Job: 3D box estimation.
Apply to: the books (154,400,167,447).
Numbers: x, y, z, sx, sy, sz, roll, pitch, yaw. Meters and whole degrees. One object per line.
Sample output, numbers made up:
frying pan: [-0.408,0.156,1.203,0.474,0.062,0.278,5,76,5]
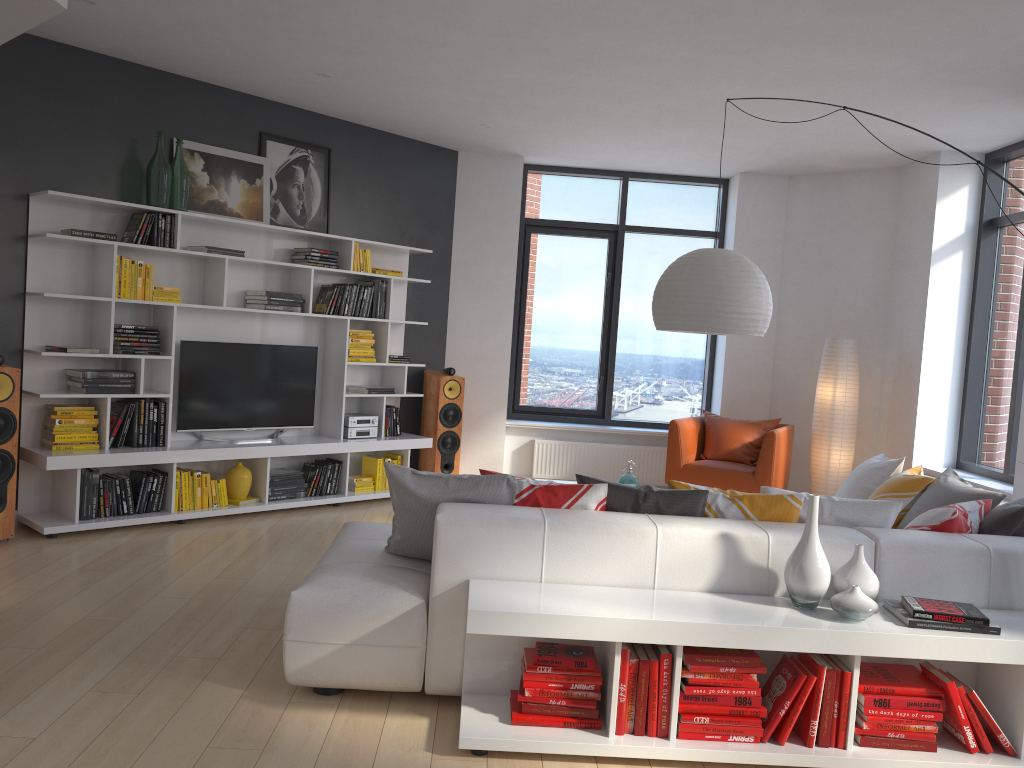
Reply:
books: [-2.391,0.258,5.926,0.230,0.297,0.051,7,4,43]

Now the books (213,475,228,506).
books: [-2.030,0.742,6.185,0.149,0.193,0.046,7,4,44]

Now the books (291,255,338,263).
books: [-1.506,-0.950,6.755,0.284,0.030,0.214,1,4,-43]

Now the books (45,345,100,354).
books: [-2.722,-0.213,5.497,0.266,0.030,0.209,6,4,36]

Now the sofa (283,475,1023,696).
sofa: [0.838,0.832,4.540,3.424,0.732,2.614,4,3,-2]

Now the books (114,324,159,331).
books: [-2.454,-0.370,5.767,0.246,0.026,0.180,1,4,-39]

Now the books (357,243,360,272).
books: [-1.253,-0.989,6.936,0.164,0.224,0.054,7,4,42]

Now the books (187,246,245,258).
books: [-2.050,-0.913,6.140,0.250,0.047,0.310,6,4,38]

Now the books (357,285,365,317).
books: [-1.255,-0.655,7.001,0.192,0.254,0.075,7,4,42]

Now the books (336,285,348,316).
books: [-1.351,-0.647,6.864,0.172,0.242,0.069,7,4,44]

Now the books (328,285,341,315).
books: [-1.416,-0.646,6.834,0.187,0.234,0.096,7,4,43]

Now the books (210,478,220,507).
books: [-2.068,0.746,6.127,0.134,0.187,0.046,7,4,43]

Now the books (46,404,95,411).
books: [-2.774,0.148,5.571,0.234,0.024,0.171,1,4,-43]

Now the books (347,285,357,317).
books: [-1.309,-0.654,6.944,0.191,0.249,0.084,7,4,43]

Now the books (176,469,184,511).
books: [-2.266,0.700,5.940,0.213,0.271,0.048,7,4,43]

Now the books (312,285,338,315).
books: [-1.436,-0.647,6.806,0.182,0.234,0.104,7,4,43]

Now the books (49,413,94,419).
books: [-2.762,0.198,5.561,0.238,0.023,0.167,2,3,-31]

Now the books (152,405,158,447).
books: [-2.418,0.269,5.896,0.200,0.272,0.028,7,4,43]

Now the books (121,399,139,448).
books: [-2.503,0.257,5.801,0.213,0.301,0.028,7,4,43]

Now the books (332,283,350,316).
books: [-1.354,-0.656,6.898,0.192,0.254,0.075,7,4,42]

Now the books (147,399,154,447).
books: [-2.444,0.249,5.875,0.239,0.315,0.034,7,4,43]

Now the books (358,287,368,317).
books: [-1.228,-0.649,7.011,0.179,0.243,0.071,7,4,42]

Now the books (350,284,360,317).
books: [-1.286,-0.658,6.969,0.197,0.260,0.066,7,4,43]

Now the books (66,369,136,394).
books: [-2.629,-0.017,5.667,0.277,0.137,0.343,7,4,43]

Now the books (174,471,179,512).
books: [-2.277,0.702,5.898,0.204,0.270,0.029,7,4,43]

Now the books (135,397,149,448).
books: [-2.465,0.243,5.853,0.237,0.326,0.026,7,4,43]

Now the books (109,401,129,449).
books: [-2.596,0.261,5.727,0.232,0.284,0.142,7,4,43]

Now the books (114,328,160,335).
books: [-2.476,-0.345,5.786,0.284,0.030,0.214,2,4,-38]

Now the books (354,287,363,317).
books: [-1.252,-0.645,6.966,0.172,0.242,0.069,7,4,44]

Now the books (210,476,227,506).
books: [-2.040,0.743,6.162,0.148,0.193,0.067,7,4,44]

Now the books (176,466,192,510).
books: [-2.224,0.703,5.992,0.202,0.267,0.038,7,4,43]

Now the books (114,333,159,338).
books: [-2.467,-0.317,5.771,0.264,0.020,0.189,1,4,-43]

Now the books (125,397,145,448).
books: [-2.485,0.248,5.828,0.237,0.314,0.034,7,4,43]

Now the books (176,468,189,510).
books: [-2.246,0.706,5.971,0.198,0.258,0.066,7,4,43]

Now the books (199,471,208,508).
books: [-2.141,0.719,6.078,0.171,0.235,0.043,7,4,41]

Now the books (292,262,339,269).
books: [-1.493,-0.898,6.741,0.284,0.030,0.214,1,4,-43]

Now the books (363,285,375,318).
books: [-1.187,-0.657,7.072,0.197,0.260,0.066,7,4,43]

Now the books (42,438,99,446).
books: [-2.764,0.359,5.554,0.269,0.025,0.213,1,4,-44]

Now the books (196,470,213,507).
books: [-2.126,0.718,6.108,0.172,0.235,0.056,7,4,42]

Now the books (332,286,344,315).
books: [-1.385,-0.645,6.848,0.169,0.233,0.081,7,4,42]

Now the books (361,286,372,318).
books: [-1.210,-0.652,7.046,0.191,0.249,0.084,7,4,43]

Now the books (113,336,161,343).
books: [-2.465,-0.292,5.770,0.284,0.030,0.214,2,4,-38]

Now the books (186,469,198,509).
books: [-2.188,0.711,6.012,0.180,0.252,0.041,7,4,43]

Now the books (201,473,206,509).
books: [-2.143,0.718,6.047,0.169,0.240,0.043,7,4,42]

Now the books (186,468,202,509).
books: [-2.178,0.711,6.038,0.185,0.252,0.055,7,4,42]

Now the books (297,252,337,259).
books: [-1.482,-0.976,6.738,0.246,0.026,0.180,1,4,-44]

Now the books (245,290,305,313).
books: [-1.746,-0.606,6.530,0.277,0.137,0.343,6,4,38]

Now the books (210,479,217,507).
books: [-2.088,0.744,6.117,0.138,0.188,0.056,7,4,43]

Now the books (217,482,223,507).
books: [-2.047,0.757,6.134,0.113,0.169,0.049,7,4,42]

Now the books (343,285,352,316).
books: [-1.332,-0.649,6.914,0.179,0.243,0.068,7,4,42]

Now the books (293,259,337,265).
books: [-1.495,-0.923,6.741,0.189,0.020,0.264,7,4,41]

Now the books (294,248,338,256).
books: [-1.491,-1.004,6.742,0.209,0.030,0.266,6,4,36]

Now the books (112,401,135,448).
books: [-2.547,0.260,5.753,0.210,0.289,0.100,7,4,42]

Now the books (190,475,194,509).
books: [-2.200,0.724,5.994,0.156,0.230,0.042,7,4,41]

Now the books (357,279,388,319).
books: [-1.139,-0.684,7.160,0.259,0.321,0.128,7,4,43]

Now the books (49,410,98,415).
books: [-2.752,0.174,5.563,0.234,0.024,0.171,1,4,-43]
